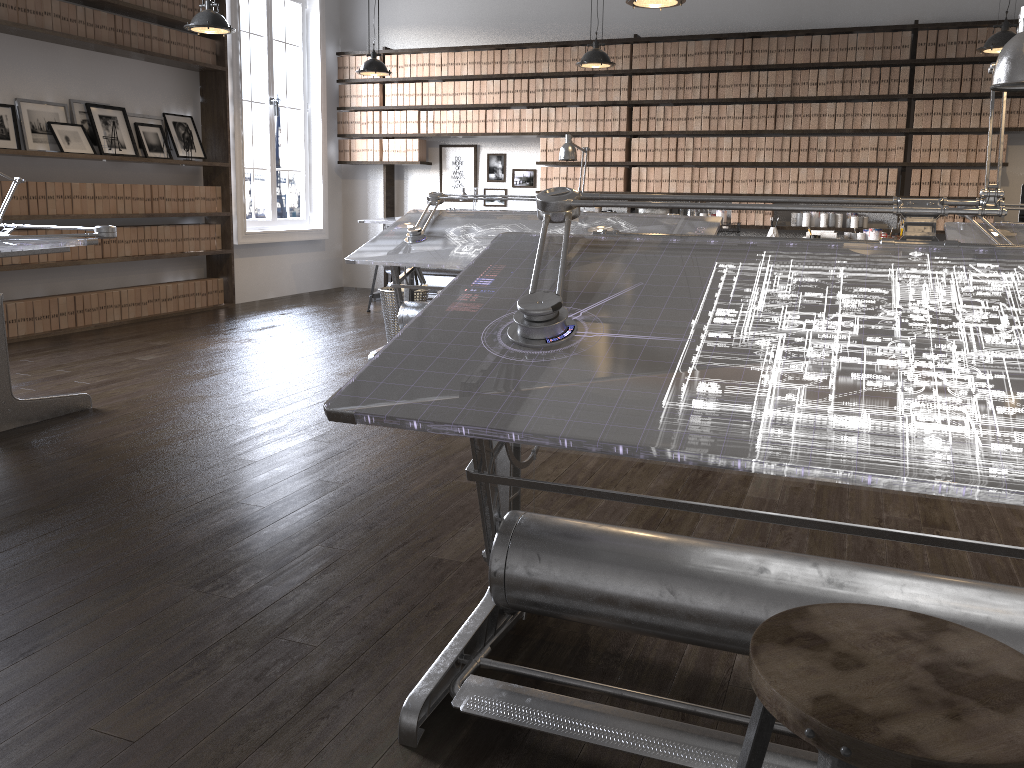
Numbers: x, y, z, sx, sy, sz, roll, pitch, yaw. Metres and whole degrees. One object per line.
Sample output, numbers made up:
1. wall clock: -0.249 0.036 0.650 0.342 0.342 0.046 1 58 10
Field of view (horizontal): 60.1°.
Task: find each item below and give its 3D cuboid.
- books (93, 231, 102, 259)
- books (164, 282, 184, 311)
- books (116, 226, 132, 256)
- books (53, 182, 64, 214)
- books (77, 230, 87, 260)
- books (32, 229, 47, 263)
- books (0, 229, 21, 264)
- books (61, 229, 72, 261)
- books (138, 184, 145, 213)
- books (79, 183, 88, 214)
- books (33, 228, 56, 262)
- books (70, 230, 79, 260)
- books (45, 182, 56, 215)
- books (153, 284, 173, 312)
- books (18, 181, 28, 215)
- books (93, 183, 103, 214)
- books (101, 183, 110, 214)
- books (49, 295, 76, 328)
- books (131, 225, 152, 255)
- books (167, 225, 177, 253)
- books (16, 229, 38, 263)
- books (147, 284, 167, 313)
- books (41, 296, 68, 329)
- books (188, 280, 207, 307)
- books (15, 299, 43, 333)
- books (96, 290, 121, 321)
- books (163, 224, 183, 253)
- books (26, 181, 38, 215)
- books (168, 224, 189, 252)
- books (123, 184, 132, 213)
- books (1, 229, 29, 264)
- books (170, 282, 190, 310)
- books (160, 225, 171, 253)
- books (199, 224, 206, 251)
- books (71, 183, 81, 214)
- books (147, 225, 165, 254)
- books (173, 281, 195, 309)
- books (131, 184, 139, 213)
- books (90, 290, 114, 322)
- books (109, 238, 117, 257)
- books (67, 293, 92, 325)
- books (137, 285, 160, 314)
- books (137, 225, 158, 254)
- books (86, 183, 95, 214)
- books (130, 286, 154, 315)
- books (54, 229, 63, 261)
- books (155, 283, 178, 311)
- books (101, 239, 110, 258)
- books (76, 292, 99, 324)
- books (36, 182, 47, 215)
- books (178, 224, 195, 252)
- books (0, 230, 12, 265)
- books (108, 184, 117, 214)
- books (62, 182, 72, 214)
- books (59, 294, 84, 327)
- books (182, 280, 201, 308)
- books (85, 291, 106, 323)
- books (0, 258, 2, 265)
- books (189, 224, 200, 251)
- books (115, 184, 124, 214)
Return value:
1. books: -3.135 -1.047 6.561 0.175 0.224 0.067 5 10 21
2. books: -2.834 -0.732 7.405 0.175 0.224 0.067 5 10 21
3. books: -3.028 -1.101 6.825 0.174 0.224 0.067 5 10 21
4. books: -3.243 -1.304 6.221 0.174 0.224 0.067 5 10 21
5. books: -3.186 -1.021 6.430 0.174 0.224 0.067 5 10 21
6. books: -3.305 -0.956 6.115 0.175 0.224 0.067 5 10 21
7. books: -3.383 -0.917 5.922 0.174 0.224 0.067 5 10 21
8. books: -3.231 -0.994 6.301 0.175 0.224 0.067 5 10 21
9. books: -2.966 -1.446 6.919 0.175 0.224 0.067 5 10 21
10. books: -3.168 -1.342 6.410 0.175 0.224 0.067 5 10 21
11. books: -3.281 -0.970 6.182 0.175 0.224 0.067 5 10 21
12. books: -3.212 -1.007 6.365 0.175 0.224 0.067 5 10 21
13. books: -3.265 -1.290 6.154 0.174 0.224 0.067 5 10 21
14. books: -2.884 -0.708 7.287 0.175 0.224 0.067 5 10 21
15. books: -3.349 -1.249 5.953 0.175 0.224 0.067 5 10 21
16. books: -3.115 -1.367 6.533 0.175 0.224 0.067 5 10 21
17. books: -3.093 -1.381 6.599 0.175 0.224 0.067 5 10 21
18. books: -3.243 -0.524 6.384 0.175 0.224 0.067 5 10 21
19. books: -2.951 -1.141 7.023 0.175 0.224 0.067 5 10 21
20. books: -2.853 -1.194 7.280 0.174 0.224 0.067 5 10 21
21. books: -3.335 -0.943 6.052 0.175 0.224 0.067 5 10 21
22. books: -2.909 -0.694 7.219 0.175 0.224 0.067 5 10 21
23. books: -3.265 -0.510 6.316 0.174 0.224 0.067 5 10 21
24. books: -2.739 -0.785 7.666 0.175 0.224 0.067 5 10 21
25. books: -3.339 -0.470 6.123 0.175 0.224 0.067 5 10 21
26. books: -3.087 -0.603 6.772 0.174 0.224 0.067 5 10 21
27. books: -2.826 -1.207 7.343 0.175 0.224 0.067 5 10 21
28. books: -3.317 -1.263 6.019 0.175 0.224 0.067 5 10 21
29. books: -2.797 -1.220 7.406 0.175 0.224 0.067 5 10 21
30. books: -3.011 -1.420 6.793 0.175 0.224 0.067 5 10 21
31. books: -3.362 -0.930 5.988 0.174 0.224 0.067 5 10 21
32. books: -2.815 -0.745 7.469 0.175 0.224 0.067 5 10 21
33. books: -2.875 -1.180 7.214 0.174 0.224 0.067 5 10 21
34. books: -2.722 -1.257 7.592 0.175 0.224 0.067 5 10 21
35. books: -3.188 -1.329 6.346 0.175 0.224 0.067 5 10 21
36. books: -2.898 -1.166 7.146 0.175 0.224 0.067 5 10 21
37. books: -2.790 -0.758 7.535 0.174 0.224 0.067 5 10 21
38. books: -2.985 -1.434 6.859 0.175 0.224 0.067 5 10 21
39. books: -3.110 -0.589 6.704 0.175 0.224 0.067 5 10 21
40. books: -3.081 -1.075 6.699 0.175 0.224 0.067 5 10 21
41. books: -3.189 -0.552 6.521 0.175 0.224 0.067 5 10 21
42. books: -2.938 -0.681 7.156 0.175 0.224 0.067 5 10 21
43. books: -2.924 -1.153 7.079 0.175 0.224 0.067 5 10 21
44. books: -3.143 -1.354 6.467 0.175 0.224 0.067 5 10 21
45. books: -2.965 -0.668 7.092 0.174 0.224 0.067 5 10 21
46. books: -3.260 -0.982 6.241 0.175 0.224 0.067 5 10 21
47. books: -2.863 -0.720 7.345 0.175 0.224 0.067 5 10 21
48. books: -3.103 -1.061 6.628 0.175 0.224 0.067 5 10 21
49. books: -3.163 -0.564 6.580 0.175 0.224 0.067 5 10 21
50. books: -3.295 -1.277 6.090 0.175 0.224 0.067 5 10 21
51. books: -2.772 -1.233 7.474 0.175 0.224 0.067 5 10 21
52. books: -3.406 -0.903 5.854 0.175 0.224 0.067 5 10 21
53. books: -3.070 -1.394 6.664 0.174 0.224 0.067 5 10 21
54. books: -3.217 -1.317 6.286 0.175 0.224 0.067 5 10 21
55. books: -3.211 -0.537 6.451 0.175 0.224 0.067 5 10 21
56. books: -2.760 -0.771 7.598 0.174 0.224 0.067 5 10 21
57. books: -3.136 -0.575 6.637 0.175 0.224 0.067 5 10 21
58. books: -3.433 -0.889 5.788 0.175 0.224 0.067 5 10 21
59. books: -2.751 -1.245 7.532 0.175 0.224 0.067 5 10 21
60. books: -3.041 -1.407 6.727 0.174 0.224 0.067 5 10 21
